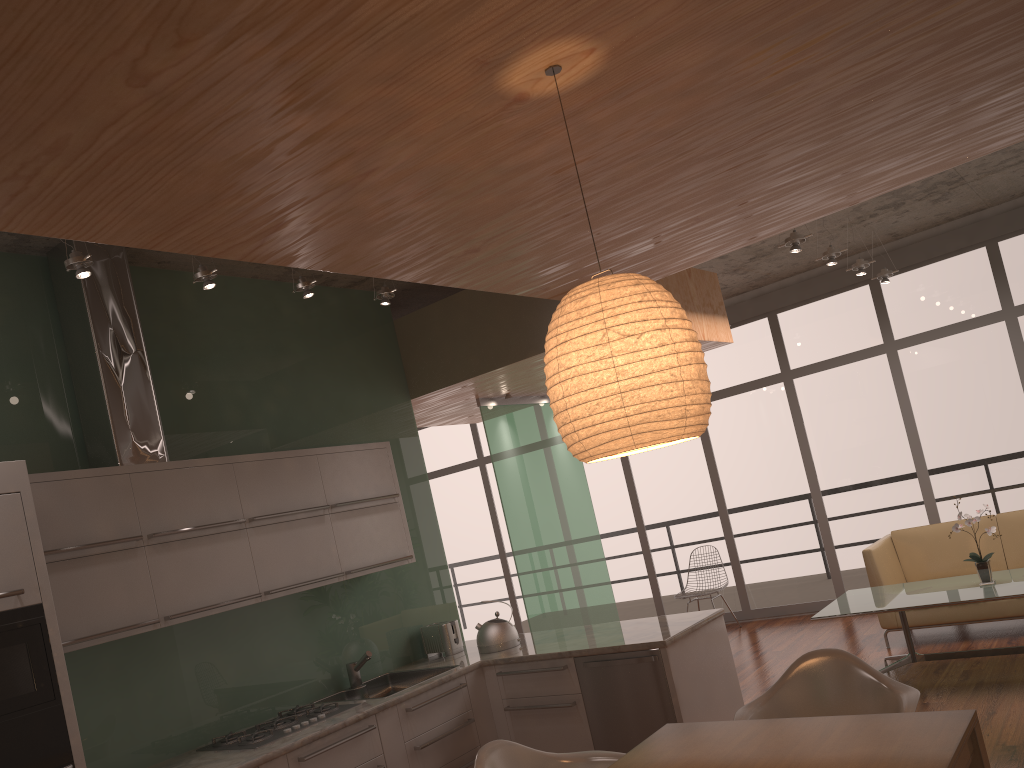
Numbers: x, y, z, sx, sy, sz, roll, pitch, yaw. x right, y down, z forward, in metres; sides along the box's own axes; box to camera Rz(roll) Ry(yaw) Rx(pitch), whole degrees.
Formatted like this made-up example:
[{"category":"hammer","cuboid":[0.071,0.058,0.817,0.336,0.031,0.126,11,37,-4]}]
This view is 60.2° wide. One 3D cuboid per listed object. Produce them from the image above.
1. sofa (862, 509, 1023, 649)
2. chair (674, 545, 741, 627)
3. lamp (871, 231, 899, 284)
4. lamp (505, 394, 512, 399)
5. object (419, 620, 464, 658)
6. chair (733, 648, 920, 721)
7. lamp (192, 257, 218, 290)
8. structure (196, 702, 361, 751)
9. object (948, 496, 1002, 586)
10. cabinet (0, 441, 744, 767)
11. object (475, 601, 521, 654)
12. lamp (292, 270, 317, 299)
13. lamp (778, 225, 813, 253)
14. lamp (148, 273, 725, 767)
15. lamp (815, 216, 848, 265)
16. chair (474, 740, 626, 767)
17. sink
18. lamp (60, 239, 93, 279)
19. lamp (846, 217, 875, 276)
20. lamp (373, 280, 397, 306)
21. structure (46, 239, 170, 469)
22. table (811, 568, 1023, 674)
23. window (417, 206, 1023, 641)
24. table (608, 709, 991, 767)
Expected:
[{"category":"sofa","cuboid":[3.782,1.436,6.769,1.831,0.832,0.871,-18,-8,35]},{"category":"chair","cuboid":[2.012,2.180,9.265,0.552,0.895,0.556,-16,-5,35]},{"category":"lamp","cuboid":[3.203,-1.110,7.681,0.199,0.480,0.134,-13,-3,3]},{"category":"lamp","cuboid":[-0.078,-0.112,7.019,0.103,0.468,0.153,-13,-4,7]},{"category":"object","cuboid":[-0.446,1.640,5.678,0.241,0.201,0.152,-17,-7,35]},{"category":"chair","cuboid":[1.231,1.487,3.300,0.691,0.856,0.641,-15,-5,20]},{"category":"lamp","cuboid":[-1.382,-0.645,3.872,0.153,0.468,0.103,-13,-3,3]},{"category":"structure","cuboid":[-1.160,1.699,4.421,0.497,0.038,0.671,-19,-10,35]},{"category":"object","cuboid":[2.989,1.006,5.691,0.302,0.586,0.368,-15,-5,29]},{"category":"cabinet","cuboid":[-0.843,1.314,3.858,1.945,2.261,4.210,-17,-8,35]},{"category":"object","cuboid":[-0.109,1.473,5.411,0.259,0.303,0.267,-9,-7,-38]},{"category":"lamp","cuboid":[-1.055,-0.651,4.332,0.153,0.468,0.103,-13,-3,3]},{"category":"lamp","cuboid":[1.786,-1.084,5.692,0.199,0.480,0.134,-13,-3,3]},{"category":"lamp","cuboid":[-0.074,0.751,3.980,3.270,1.339,3.042,-18,-9,35]},{"category":"lamp","cuboid":[2.258,-1.093,6.355,0.199,0.480,0.134,-13,-3,3]},{"category":"chair","cuboid":[0.254,1.680,3.104,0.652,0.856,0.679,-16,-6,30]},{"category":"sink","cuboid":[-0.712,1.693,5.004,0.626,0.380,0.637,-18,-8,35]},{"category":"lamp","cuboid":[-1.710,-0.639,3.413,0.153,0.468,0.103,-13,-3,3]},{"category":"lamp","cuboid":[2.731,-1.101,7.018,0.199,0.480,0.134,-13,-3,3]},{"category":"lamp","cuboid":[-0.727,-0.657,4.792,0.153,0.468,0.103,-13,-3,3]},{"category":"structure","cuboid":[-1.944,-0.124,4.248,0.259,1.127,0.260,-15,-4,35]},{"category":"table","cuboid":[3.067,1.586,5.733,1.902,0.556,0.932,-18,-9,35]},{"category":"window","cuboid":[2.178,0.943,9.579,8.703,3.260,0.061,-18,-6,35]},{"category":"table","cuboid":[0.459,1.500,2.047,1.043,0.804,2.056,-17,-9,35]}]
